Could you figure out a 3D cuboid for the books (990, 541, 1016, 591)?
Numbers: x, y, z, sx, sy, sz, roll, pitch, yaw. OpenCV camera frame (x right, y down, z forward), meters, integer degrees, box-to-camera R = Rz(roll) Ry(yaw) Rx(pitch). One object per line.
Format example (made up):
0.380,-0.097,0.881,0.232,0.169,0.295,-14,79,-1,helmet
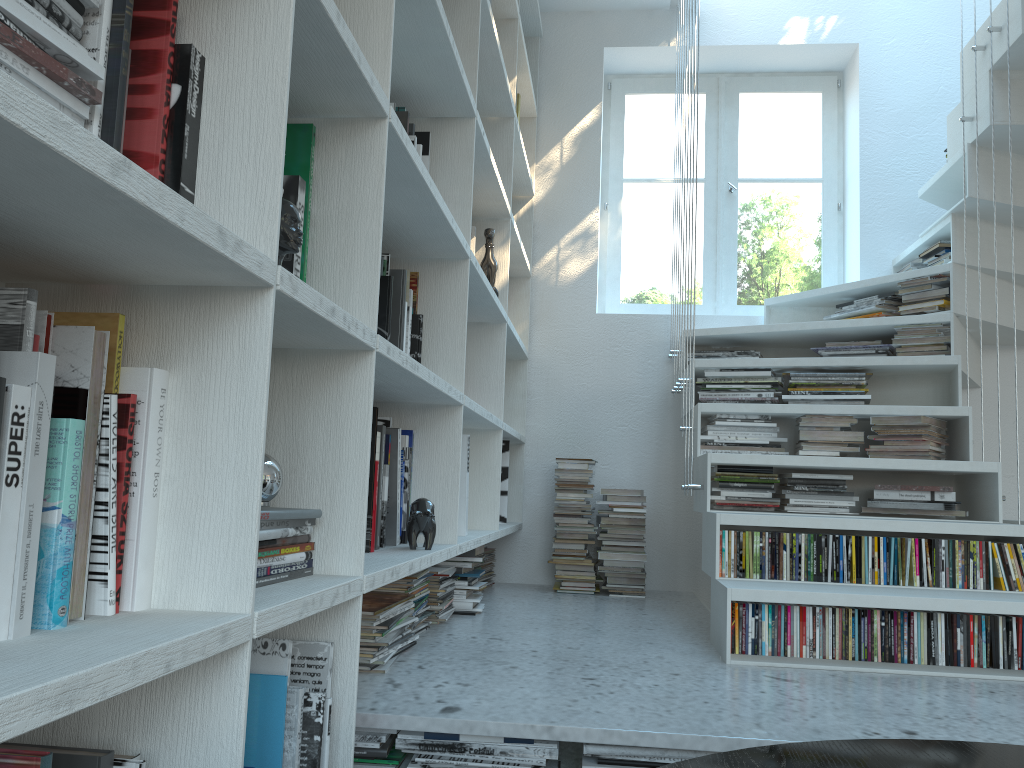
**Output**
1.298,0.484,2.368,0.034,0.123,0.125,2,-7,6,books

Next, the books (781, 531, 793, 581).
0.751,0.469,2.428,0.009,0.125,0.125,2,-7,6,books

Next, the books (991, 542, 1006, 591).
1.274,0.484,2.371,0.034,0.123,0.125,2,-7,6,books

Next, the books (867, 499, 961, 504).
1.228,0.358,2.707,0.254,0.007,0.161,-1,-8,26,books

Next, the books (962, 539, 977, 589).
1.216,0.481,2.377,0.008,0.125,0.125,2,-7,6,books

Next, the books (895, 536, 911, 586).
1.049,0.477,2.395,0.016,0.125,0.125,2,-7,6,books

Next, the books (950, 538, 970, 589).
1.200,0.480,2.379,0.010,0.125,0.125,2,-7,6,books

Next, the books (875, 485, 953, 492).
1.228,0.320,2.707,0.212,0.014,0.169,-1,-8,26,books

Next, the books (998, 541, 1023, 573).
1.336,0.485,2.364,0.034,0.123,0.125,2,-7,6,books

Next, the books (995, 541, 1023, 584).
1.328,0.485,2.365,0.035,0.123,0.125,2,-7,6,books

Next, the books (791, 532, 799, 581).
0.767,0.469,2.426,0.008,0.125,0.125,2,-7,6,books

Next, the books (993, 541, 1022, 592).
1.313,0.485,2.366,0.035,0.123,0.125,2,-7,6,books

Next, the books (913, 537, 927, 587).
1.090,0.478,2.391,0.012,0.125,0.125,2,-7,6,books

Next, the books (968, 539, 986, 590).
1.238,0.481,2.375,0.007,0.125,0.125,2,-7,6,books

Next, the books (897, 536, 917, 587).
1.064,0.477,2.394,0.013,0.125,0.125,2,-7,6,books

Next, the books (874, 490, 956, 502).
1.232,0.342,2.716,0.222,0.028,0.141,-1,-8,25,books

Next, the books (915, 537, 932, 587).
1.100,0.478,2.390,0.018,0.125,0.125,2,-7,6,books

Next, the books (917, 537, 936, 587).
1.114,0.478,2.388,0.009,0.125,0.125,2,-7,6,books

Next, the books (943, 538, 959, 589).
1.172,0.480,2.382,0.007,0.125,0.125,2,-7,6,books

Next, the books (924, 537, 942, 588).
1.130,0.479,2.387,0.008,0.125,0.125,2,-7,6,books

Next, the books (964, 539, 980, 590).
1.224,0.481,2.376,0.008,0.125,0.125,2,-7,6,books

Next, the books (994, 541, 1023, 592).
1.321,0.485,2.366,0.036,0.123,0.125,2,-7,6,books

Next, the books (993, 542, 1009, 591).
1.281,0.484,2.370,0.035,0.123,0.125,2,-7,6,books

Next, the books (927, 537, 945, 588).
1.137,0.479,2.386,0.008,0.125,0.125,2,-7,6,books

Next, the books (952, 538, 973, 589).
1.207,0.480,2.378,0.010,0.125,0.125,2,-7,6,books

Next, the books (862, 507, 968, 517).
1.229,0.390,2.708,0.288,0.017,0.136,-2,-8,29,books

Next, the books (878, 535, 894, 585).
1.009,0.476,2.400,0.013,0.125,0.125,2,-7,6,books

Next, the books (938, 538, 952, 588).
1.156,0.479,2.384,0.009,0.125,0.125,2,-7,6,books

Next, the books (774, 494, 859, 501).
0.959,0.360,2.811,0.225,0.013,0.184,2,-7,4,books

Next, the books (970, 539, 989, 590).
1.246,0.481,2.374,0.008,0.125,0.125,2,-7,6,books

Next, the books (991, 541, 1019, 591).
1.305,0.484,2.367,0.034,0.123,0.125,2,-7,6,books

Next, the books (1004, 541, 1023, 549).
1.352,0.486,2.362,0.034,0.123,0.125,2,-7,6,books

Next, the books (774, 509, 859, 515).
0.956,0.404,2.800,0.223,0.004,0.191,2,-7,2,books

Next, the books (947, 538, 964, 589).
1.186,0.480,2.381,0.008,0.125,0.125,2,-7,6,books

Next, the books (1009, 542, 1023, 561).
1.344,0.486,2.363,0.036,0.123,0.125,2,-7,6,books

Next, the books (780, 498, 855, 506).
0.958,0.374,2.810,0.207,0.016,0.175,2,-7,1,books

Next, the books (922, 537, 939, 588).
1.123,0.478,2.387,0.007,0.125,0.125,2,-7,6,books

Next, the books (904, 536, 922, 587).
1.081,0.477,2.392,0.007,0.125,0.125,2,-7,6,books

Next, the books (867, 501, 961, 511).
1.221,0.369,2.692,0.240,0.019,0.172,-2,-8,31,books

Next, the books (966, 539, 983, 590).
1.231,0.481,2.376,0.008,0.125,0.125,2,-7,6,books

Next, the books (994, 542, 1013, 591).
1.290,0.484,2.369,0.036,0.123,0.125,2,-7,6,books

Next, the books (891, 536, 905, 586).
1.038,0.476,2.397,0.009,0.125,0.125,2,-7,6,books

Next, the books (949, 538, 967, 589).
1.193,0.480,2.380,0.008,0.125,0.125,2,-7,6,books

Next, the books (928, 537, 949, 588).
1.147,0.479,2.385,0.010,0.125,0.125,2,-7,6,books

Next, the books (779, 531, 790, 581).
0.744,0.469,2.429,0.009,0.125,0.125,2,-7,6,books

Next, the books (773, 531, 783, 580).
0.727,0.468,2.431,0.010,0.125,0.125,2,-7,6,books

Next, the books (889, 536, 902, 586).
1.029,0.476,2.398,0.011,0.125,0.125,2,-7,6,books

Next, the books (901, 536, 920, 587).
1.073,0.477,2.393,0.009,0.125,0.125,2,-7,6,books

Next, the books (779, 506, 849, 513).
0.959,0.398,2.824,0.199,0.013,0.138,1,-7,13,books

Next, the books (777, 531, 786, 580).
0.735,0.469,2.430,0.007,0.125,0.125,2,-7,6,books

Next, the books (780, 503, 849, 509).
0.959,0.388,2.825,0.188,0.008,0.147,1,-7,10,books

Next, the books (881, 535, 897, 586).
1.019,0.476,2.399,0.009,0.125,0.125,2,-7,6,books

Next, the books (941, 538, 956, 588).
1.164,0.479,2.383,0.007,0.125,0.125,2,-7,6,books

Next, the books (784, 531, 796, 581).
0.760,0.469,2.427,0.007,0.125,0.125,2,-7,6,books

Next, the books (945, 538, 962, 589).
1.179,0.480,2.381,0.008,0.125,0.125,2,-7,6,books

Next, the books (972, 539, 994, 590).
1.256,0.482,2.373,0.011,0.125,0.125,2,-7,6,books
